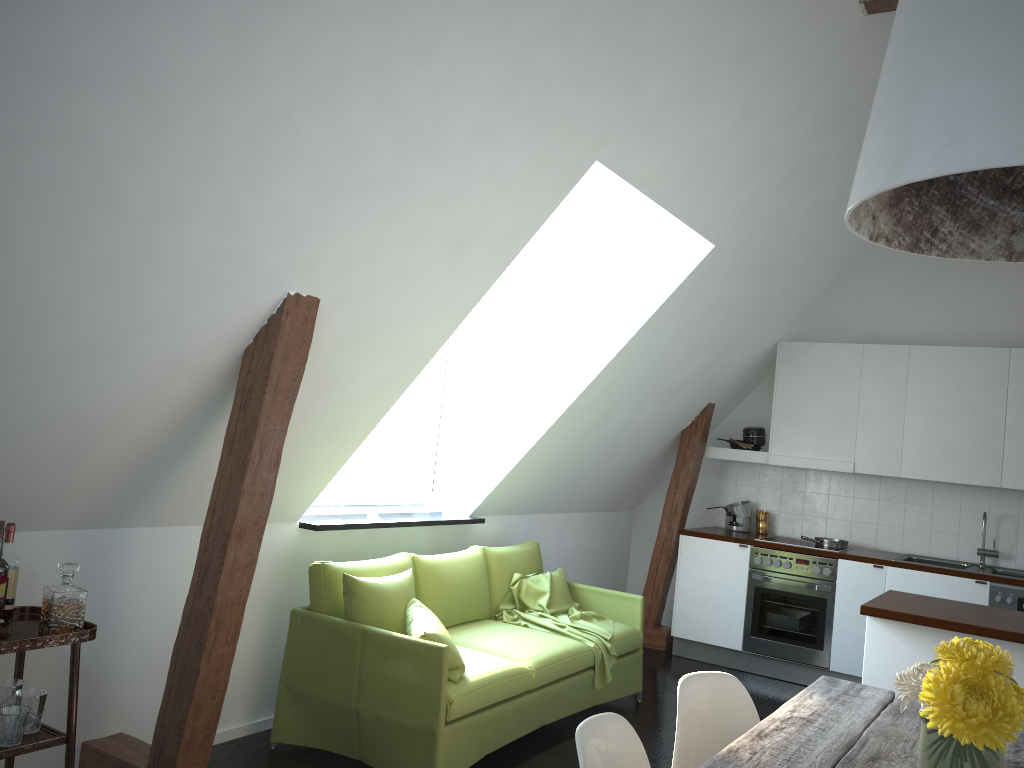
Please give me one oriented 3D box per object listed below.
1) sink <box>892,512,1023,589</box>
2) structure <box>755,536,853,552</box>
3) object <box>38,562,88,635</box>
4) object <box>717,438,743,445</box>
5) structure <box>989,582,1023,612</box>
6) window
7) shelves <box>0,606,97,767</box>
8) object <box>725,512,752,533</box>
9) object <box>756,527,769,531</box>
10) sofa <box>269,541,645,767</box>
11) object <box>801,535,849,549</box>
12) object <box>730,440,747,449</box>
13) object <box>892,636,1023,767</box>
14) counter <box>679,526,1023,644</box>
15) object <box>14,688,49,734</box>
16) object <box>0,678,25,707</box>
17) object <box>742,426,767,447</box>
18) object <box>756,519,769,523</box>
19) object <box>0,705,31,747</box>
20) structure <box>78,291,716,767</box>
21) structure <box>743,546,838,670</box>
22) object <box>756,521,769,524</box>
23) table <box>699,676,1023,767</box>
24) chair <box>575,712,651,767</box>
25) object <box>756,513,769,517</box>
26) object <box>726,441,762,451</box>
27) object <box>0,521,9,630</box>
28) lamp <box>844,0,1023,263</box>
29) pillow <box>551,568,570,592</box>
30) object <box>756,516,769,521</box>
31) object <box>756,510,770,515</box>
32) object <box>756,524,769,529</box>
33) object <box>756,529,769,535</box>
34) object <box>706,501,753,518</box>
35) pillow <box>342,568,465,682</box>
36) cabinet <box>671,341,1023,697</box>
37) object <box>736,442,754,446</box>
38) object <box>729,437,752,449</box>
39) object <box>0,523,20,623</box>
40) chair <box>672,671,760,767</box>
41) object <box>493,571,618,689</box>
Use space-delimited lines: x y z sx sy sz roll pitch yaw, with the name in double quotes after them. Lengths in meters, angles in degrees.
3.062 1.098 5.799 0.963 0.519 0.671 4 -4 32 "sink"
2.082 1.156 6.313 0.574 0.041 0.504 4 -4 32 "structure"
-1.376 0.659 2.728 0.101 0.211 0.101 9 -5 -43 "object"
1.749 0.468 6.879 0.357 0.075 0.244 6 -4 3 "object"
3.272 1.614 5.432 0.612 0.725 0.582 4 -4 32 "structure"
0.147 -1.582 0.723 5.959 4.249 8.018 4 -4 32 "window"
-1.659 1.070 2.524 0.438 0.732 0.803 4 -4 28 "shelves"
1.741 1.056 6.802 0.200 0.154 0.348 5 -4 12 "object"
1.921 1.112 6.804 0.099 0.048 0.100 9 -5 -39 "object"
-0.110 1.311 4.559 0.898 0.825 2.093 4 -4 31 "sofa"
2.219 1.120 6.330 0.351 0.061 0.232 6 -4 6 "object"
1.728 0.458 6.785 0.065 0.065 0.332 6 -4 -1 "object"
0.863 0.671 1.690 0.233 0.365 0.293 6 -4 3 "object"
2.227 1.087 4.922 3.365 0.038 3.085 4 -4 32 "counter"
-1.481 1.004 2.719 0.095 0.119 0.095 6 -4 -6 "object"
-1.592 0.997 2.786 0.095 0.119 0.095 6 -4 -6 "object"
1.867 0.407 6.843 0.190 0.166 0.200 6 -4 -5 "object"
1.923 1.053 6.812 0.099 0.057 0.101 2 -5 44 "object"
-1.473 1.008 2.609 0.092 0.099 0.092 5 -4 10 "object"
-2.190 0.361 1.745 1.023 1.963 12.350 4 -4 32 "structure"
2.053 1.547 6.299 0.583 0.725 0.749 4 -4 32 "structure"
1.923 1.074 6.811 0.099 0.043 0.100 5 -4 20 "object"
0.835 1.239 1.577 1.141 0.788 2.421 4 -4 32 "table"
0.373 1.209 1.955 0.542 0.801 0.465 4 -4 33 "chair"
1.924 1.017 6.812 0.100 0.036 0.100 8 -4 -29 "object"
1.788 0.483 6.808 0.243 0.056 0.350 5 -4 21 "object"
-1.563 0.578 2.673 0.080 0.329 0.080 4 -4 23 "object"
1.170 -1.698 1.762 0.757 2.813 0.697 6 -4 -8 "lamp"
0.221 1.254 5.257 0.210 0.275 0.462 4 -4 30 "pillow"
1.922 1.034 6.811 0.100 0.036 0.100 6 -4 -1 "object"
1.927 0.997 6.811 0.100 0.047 0.099 4 -4 28 "object"
1.922 1.095 6.807 0.099 0.051 0.099 5 -4 18 "object"
1.921 1.134 6.802 0.100 0.036 0.100 4 -4 29 "object"
1.684 0.976 6.883 0.371 0.169 0.203 6 -4 4 "object"
-0.408 1.041 3.869 0.600 0.387 0.475 4 -4 29 "pillow"
2.633 0.835 4.732 4.208 2.369 3.033 4 -4 32 "cabinet"
1.791 0.461 6.811 0.065 0.031 0.335 7 -4 -10 "object"
1.744 0.453 6.788 0.061 0.077 0.331 6 -4 -9 "object"
-1.605 0.594 2.805 0.081 0.308 0.081 4 -4 24 "object"
0.679 1.271 2.441 0.465 0.801 0.542 8 -4 -32 "chair"
0.327 1.364 5.031 0.722 0.493 0.711 4 -4 27 "object"
